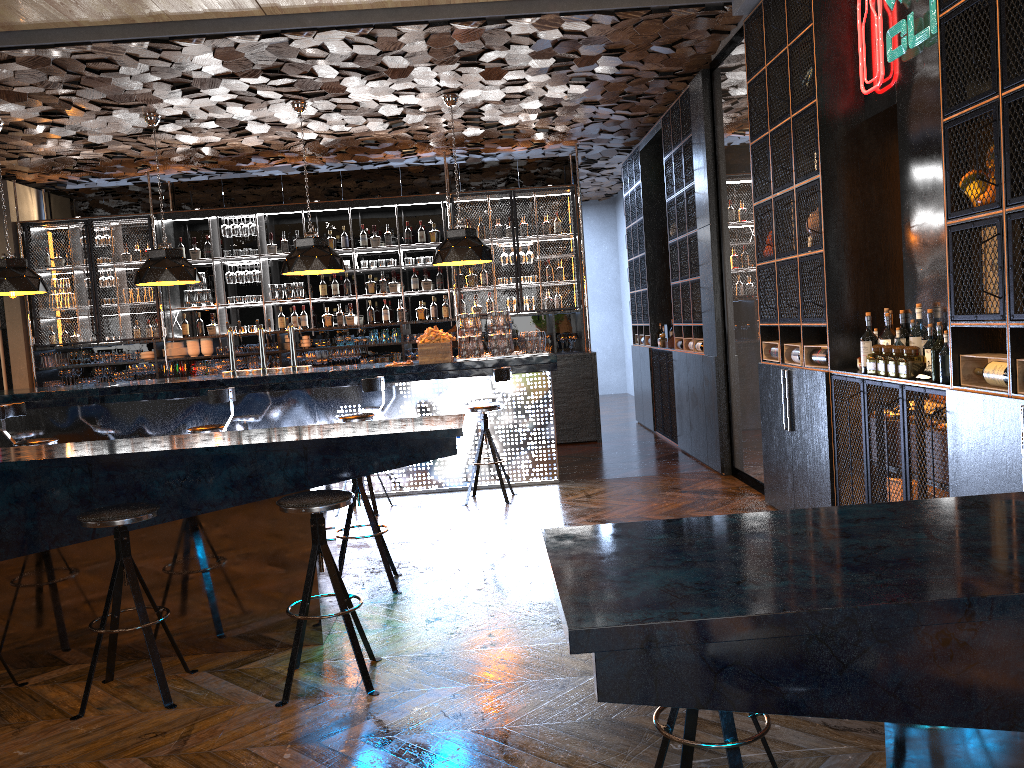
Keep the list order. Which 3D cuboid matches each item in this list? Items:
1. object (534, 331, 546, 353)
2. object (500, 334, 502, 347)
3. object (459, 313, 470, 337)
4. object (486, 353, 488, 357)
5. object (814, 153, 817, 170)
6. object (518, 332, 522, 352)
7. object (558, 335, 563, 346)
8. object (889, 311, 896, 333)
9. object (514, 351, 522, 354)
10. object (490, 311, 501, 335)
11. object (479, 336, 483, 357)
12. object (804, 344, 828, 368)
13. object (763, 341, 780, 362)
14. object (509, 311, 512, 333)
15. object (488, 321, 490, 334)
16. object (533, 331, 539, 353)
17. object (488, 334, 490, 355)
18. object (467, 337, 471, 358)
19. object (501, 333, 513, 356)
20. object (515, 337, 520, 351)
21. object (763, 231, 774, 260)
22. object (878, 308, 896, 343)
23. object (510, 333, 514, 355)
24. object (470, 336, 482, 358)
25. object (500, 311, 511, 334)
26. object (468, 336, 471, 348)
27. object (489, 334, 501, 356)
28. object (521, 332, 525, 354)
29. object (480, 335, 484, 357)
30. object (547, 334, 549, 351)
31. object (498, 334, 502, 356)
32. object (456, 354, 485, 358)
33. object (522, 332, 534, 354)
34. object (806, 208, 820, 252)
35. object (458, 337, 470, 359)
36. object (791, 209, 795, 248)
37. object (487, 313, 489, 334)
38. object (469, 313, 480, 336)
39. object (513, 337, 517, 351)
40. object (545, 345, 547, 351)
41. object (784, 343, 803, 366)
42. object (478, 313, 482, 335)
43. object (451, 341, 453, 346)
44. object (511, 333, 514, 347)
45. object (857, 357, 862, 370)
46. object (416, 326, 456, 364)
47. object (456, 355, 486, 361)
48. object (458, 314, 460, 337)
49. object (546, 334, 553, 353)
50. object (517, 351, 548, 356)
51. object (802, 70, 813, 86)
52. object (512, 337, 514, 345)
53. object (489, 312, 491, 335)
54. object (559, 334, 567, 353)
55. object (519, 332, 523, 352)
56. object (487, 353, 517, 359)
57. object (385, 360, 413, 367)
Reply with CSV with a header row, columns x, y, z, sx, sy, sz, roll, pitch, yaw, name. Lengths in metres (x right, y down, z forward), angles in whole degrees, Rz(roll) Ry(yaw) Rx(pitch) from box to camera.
x,y,z,sx,sy,sz,roll,pitch,yaw,name
0.260,-0.373,8.076,0.105,0.209,0.105,-6,4,-26,object
-0.073,-0.381,8.500,0.105,0.209,0.105,-2,4,23,object
-0.435,-0.535,8.068,0.105,0.209,0.105,-2,4,23,object
-0.120,-0.289,8.631,0.273,0.019,0.437,-4,4,-2,object
1.910,-1.414,5.468,0.086,0.313,0.086,-1,5,42,object
0.114,-0.410,8.759,0.105,0.209,0.105,-2,4,23,object
0.626,-0.506,10.977,0.101,0.227,0.101,-6,4,-24,object
2.177,-0.247,5.093,0.100,0.347,0.100,-1,5,42,object
0.160,-0.311,8.651,0.273,0.019,0.437,-4,4,-2,object
-0.153,-0.556,8.084,0.105,0.209,0.105,-2,4,23,object
-0.321,-0.339,8.147,0.105,0.209,0.105,-2,4,23,object
1.964,-0.172,5.456,0.126,0.132,0.396,-5,4,-13,object
1.899,-0.235,6.304,0.122,0.132,0.396,-4,4,1,object
-0.054,-0.572,8.209,0.105,0.209,0.105,-2,4,23,object
-0.180,-0.585,8.530,0.105,0.209,0.105,-2,4,23,object
0.207,-0.378,8.195,0.105,0.209,0.105,-2,4,23,object
-0.183,-0.372,8.484,0.105,0.209,0.105,-2,4,23,object
-0.429,-0.331,8.137,0.105,0.209,0.105,-2,4,23,object
-0.046,-0.352,8.054,0.105,0.209,0.105,-2,4,23,object
0.086,-0.463,10.866,0.079,0.231,0.079,-4,4,-5,object
1.860,-0.984,6.273,0.138,0.222,0.278,-4,4,-2,object
2.123,-0.255,5.011,0.100,0.347,0.100,-1,5,42,object
-0.039,-0.360,8.164,0.105,0.209,0.105,-2,4,23,object
-0.328,-0.331,8.038,0.105,0.209,0.105,-2,4,23,object
-0.062,-0.563,8.091,0.105,0.209,0.105,-2,4,23,object
-0.434,-0.338,8.255,0.105,0.209,0.105,-2,4,23,object
-0.156,-0.343,8.038,0.105,0.209,0.105,-2,4,23,object
0.141,-0.381,8.313,0.105,0.209,0.105,-2,4,23,object
-0.317,-0.348,8.270,0.105,0.209,0.105,-2,4,23,object
0.438,-0.500,11.044,0.079,0.231,0.079,-7,5,-37,object
-0.148,-0.352,8.153,0.105,0.209,0.105,-2,4,23,object
-0.401,-0.268,8.614,0.273,0.019,0.437,-4,4,-2,object
0.151,-0.366,8.085,0.105,0.209,0.105,-6,4,-26,object
1.884,-0.948,5.416,0.164,0.266,0.237,-6,5,-30,object
-0.438,-0.322,8.022,0.105,0.209,0.105,-2,4,23,object
2.018,-1.054,5.877,0.162,0.396,0.304,-6,4,-27,object
-0.193,-0.592,8.646,0.105,0.209,0.105,-2,4,23,object
-0.344,-0.542,8.075,0.105,0.209,0.105,-2,4,23,object
0.053,-0.467,10.953,0.079,0.231,0.079,-6,4,-22,object
0.404,-0.492,10.963,0.079,0.231,0.079,-6,4,-22,object
1.916,-0.199,5.873,0.122,0.132,0.396,-4,4,3,object
-0.336,-0.551,8.192,0.105,0.209,0.105,-2,4,23,object
-0.635,-0.355,8.727,0.105,0.209,0.105,-2,4,23,object
-0.036,-0.369,8.286,0.105,0.209,0.105,-2,4,23,object
2.007,-0.117,5.060,0.068,0.074,0.069,-3,4,18,object
-0.691,-0.367,8.134,0.340,0.332,0.464,-4,4,2,object
-0.374,-0.239,8.168,0.273,0.019,0.437,-4,4,-2,object
-0.448,-0.542,8.184,0.105,0.209,0.105,-2,4,23,object
0.460,-0.490,10.876,0.079,0.231,0.079,-4,4,-5,object
0.187,-0.282,8.205,0.273,0.019,0.437,-4,4,-2,object
1.882,-1.831,5.366,0.165,0.294,0.229,-7,5,-32,object
-0.016,-0.455,10.861,0.079,0.231,0.079,-1,5,34,object
-0.166,-0.563,8.200,0.105,0.209,0.105,-2,4,23,object
0.629,-0.499,10.873,0.101,0.227,0.101,-6,4,-24,object
0.125,-0.395,8.531,0.105,0.209,0.105,-6,4,-26,object
-0.093,-0.260,8.185,0.273,0.019,0.437,-4,4,-2,object
-1.027,-0.184,8.039,0.198,0.045,0.377,-1,5,37,object
